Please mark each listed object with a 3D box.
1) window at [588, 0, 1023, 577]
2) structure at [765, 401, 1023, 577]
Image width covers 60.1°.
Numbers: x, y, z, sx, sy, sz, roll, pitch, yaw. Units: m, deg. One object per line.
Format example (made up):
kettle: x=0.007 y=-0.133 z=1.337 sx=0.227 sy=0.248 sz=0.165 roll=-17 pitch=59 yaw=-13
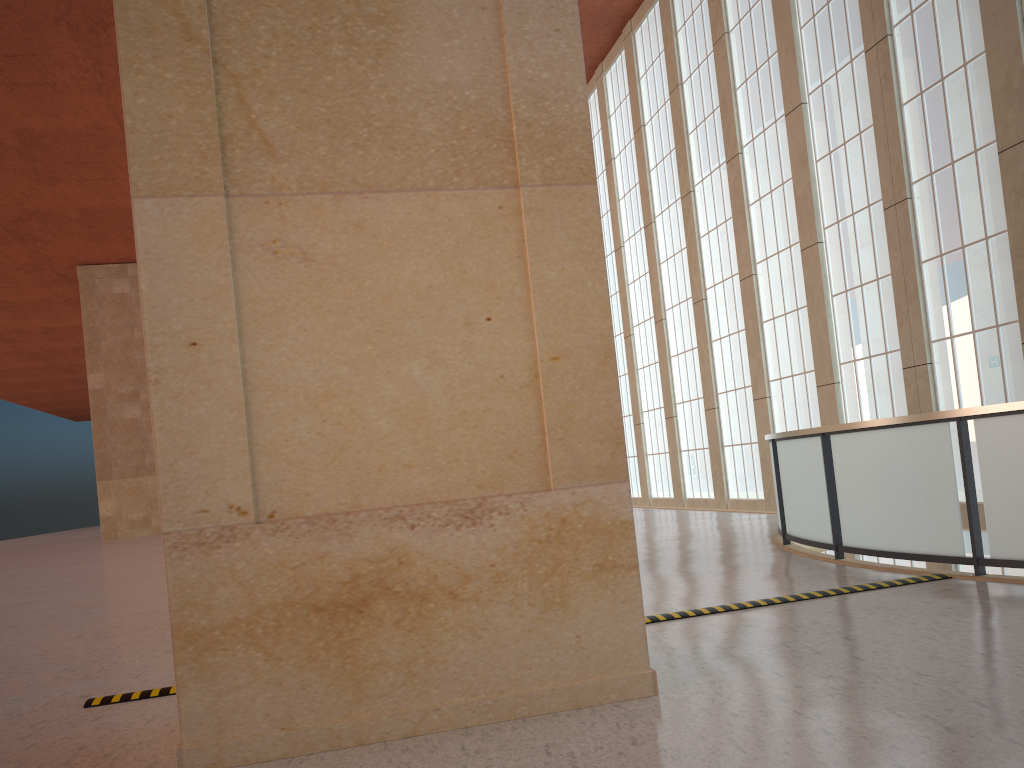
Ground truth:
window: x=-4.086 y=6.382 z=75.366 sx=0.010 sy=28.559 sz=165.735 roll=-6 pitch=-5 yaw=-13
structure: x=6.916 y=1.070 z=10.663 sx=5.234 sy=1.790 sz=13.153 roll=-4 pitch=-6 yaw=-24
